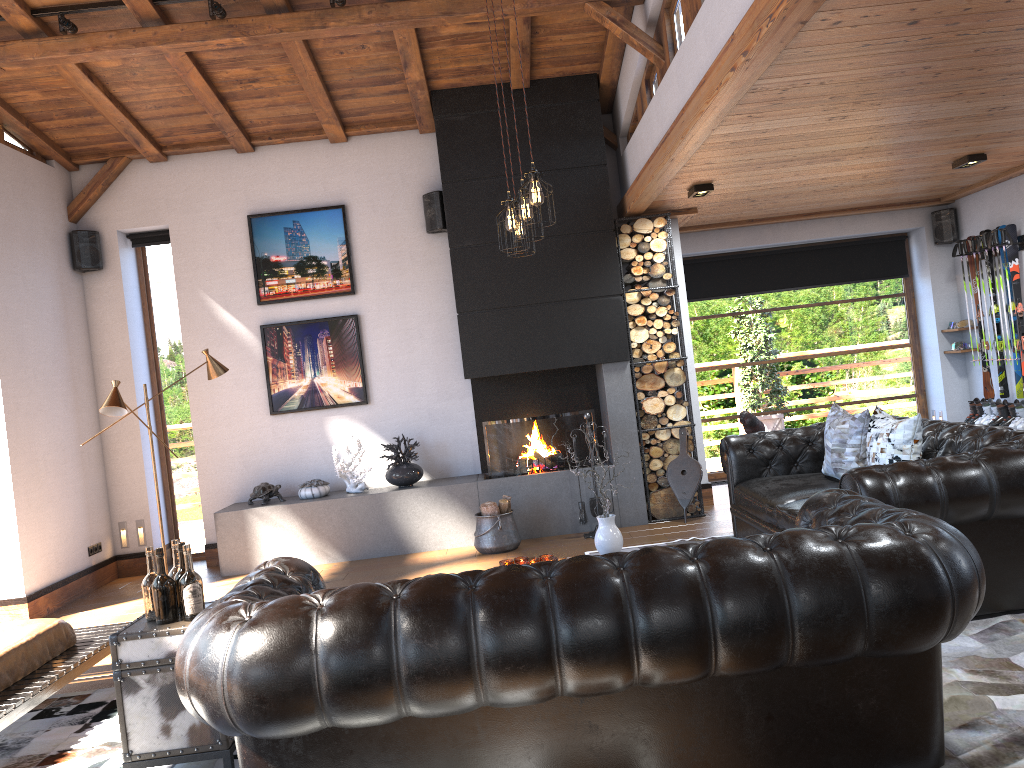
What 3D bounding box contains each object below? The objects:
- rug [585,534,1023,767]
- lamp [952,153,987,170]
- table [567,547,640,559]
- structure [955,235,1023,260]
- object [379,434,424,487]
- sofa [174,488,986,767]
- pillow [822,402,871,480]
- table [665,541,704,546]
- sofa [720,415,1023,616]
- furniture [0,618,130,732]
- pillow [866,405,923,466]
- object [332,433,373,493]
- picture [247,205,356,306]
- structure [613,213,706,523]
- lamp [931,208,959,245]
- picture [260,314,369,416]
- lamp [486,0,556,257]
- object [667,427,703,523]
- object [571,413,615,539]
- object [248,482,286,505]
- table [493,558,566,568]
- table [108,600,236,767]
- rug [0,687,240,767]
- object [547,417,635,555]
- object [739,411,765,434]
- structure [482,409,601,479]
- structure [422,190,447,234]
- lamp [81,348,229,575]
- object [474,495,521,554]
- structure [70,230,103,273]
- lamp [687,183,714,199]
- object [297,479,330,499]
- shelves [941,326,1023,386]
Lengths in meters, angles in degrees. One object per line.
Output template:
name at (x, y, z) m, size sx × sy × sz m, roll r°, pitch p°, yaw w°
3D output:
rug at (1.726, 1.126, 4.673) m, size 2.432 × 0.053 × 4.043 m, roll -7°, pitch 1°, yaw 0°
lamp at (3.640, -1.779, 7.059) m, size 0.155 × 0.068 × 0.261 m, roll -7°, pitch 1°, yaw -1°
table at (0.554, 1.107, 4.589) m, size 0.401 × 0.350 × 0.648 m, roll -7°, pitch 0°, yaw -6°
structure at (4.519, -1.275, 8.371) m, size 0.319 × 0.135 × 1.050 m, roll -7°, pitch 1°, yaw -1°
object at (-0.955, 0.666, 7.726) m, size 0.338 × 0.455 × 0.337 m, roll -7°, pitch 0°, yaw 24°
sofa at (0.242, 0.922, 3.023) m, size 2.568 × 0.838 × 1.238 m, roll -7°, pitch 0°, yaw -2°
pillow at (2.149, 0.358, 5.707) m, size 0.283 × 0.469 × 0.529 m, roll -7°, pitch 0°, yaw 2°
table at (1.007, 1.054, 4.569) m, size 0.399 × 0.350 × 0.651 m, roll -7°, pitch 0°, yaw 4°
sofa at (2.140, 0.677, 5.222) m, size 1.240 × 0.838 × 2.564 m, roll -7°, pitch 1°, yaw -1°
furniture at (-2.684, 1.459, 3.625) m, size 1.176 × 0.436 × 2.758 m, roll -7°, pitch 1°, yaw -1°
pillow at (2.155, 0.365, 5.027) m, size 0.283 × 0.469 × 0.529 m, roll -7°, pitch 0°, yaw 2°
object at (-1.391, 0.690, 7.647) m, size 0.262 × 0.532 × 0.422 m, roll -7°, pitch 0°, yaw -32°
picture at (-1.895, -1.160, 7.977) m, size 0.880 × 0.816 × 0.036 m, roll -7°, pitch 0°, yaw -2°
structure at (1.260, -0.141, 7.821) m, size 0.502 × 2.617 × 0.511 m, roll -7°, pitch 0°, yaw -1°
lamp at (4.503, -1.634, 9.212) m, size 0.214 × 0.349 × 0.213 m, roll -7°, pitch 0°, yaw -1°
picture at (-1.780, -0.172, 7.977) m, size 0.880 × 0.816 × 0.036 m, roll -7°, pitch 0°, yaw -2°
lamp at (-0.056, -1.889, 5.169) m, size 0.263 × 2.201 × 0.799 m, roll -7°, pitch 0°, yaw -10°
object at (1.462, 0.764, 7.514) m, size 0.270 × 0.795 × 0.261 m, roll -7°, pitch 0°, yaw -18°
object at (0.673, 0.741, 7.293) m, size 0.304 × 1.017 × 0.311 m, roll -7°, pitch 0°, yaw 44°
object at (-2.127, 0.945, 7.691) m, size 0.400 × 0.183 × 0.229 m, roll -6°, pitch 1°, yaw 43°
table at (0.119, 1.158, 4.550) m, size 0.400 × 0.350 × 0.650 m, roll -7°, pitch 0°, yaw -1°
table at (-1.269, 1.209, 3.489) m, size 0.406 × 0.609 × 0.417 m, roll -7°, pitch 0°, yaw -1°
rug at (-1.373, 1.500, 3.468) m, size 3.810 × 0.053 × 2.431 m, roll -7°, pitch 1°, yaw -1°
object at (0.447, 0.537, 4.563) m, size 0.404 × 0.808 × 0.622 m, roll -7°, pitch 0°, yaw 10°
object at (1.843, 0.352, 6.753) m, size 0.147 × 0.319 × 0.251 m, roll -7°, pitch 0°, yaw 40°
structure at (0.261, 0.531, 7.654) m, size 0.983 × 0.514 × 0.183 m, roll -7°, pitch 0°, yaw -2°
structure at (-0.683, -1.535, 7.940) m, size 0.214 × 0.349 × 0.213 m, roll -7°, pitch 0°, yaw -1°
lamp at (-2.687, 0.694, 6.798) m, size 0.523 × 1.899 × 1.333 m, roll -7°, pitch 0°, yaw 20°
object at (-0.132, 1.136, 7.174) m, size 0.380 × 0.431 × 0.388 m, roll -7°, pitch 0°, yaw 25°
structure at (-3.764, -1.175, 7.837) m, size 0.214 × 0.349 × 0.213 m, roll -7°, pitch 0°, yaw -1°
lamp at (1.485, -1.527, 6.983) m, size 0.155 × 0.068 × 0.261 m, roll -7°, pitch 1°, yaw -1°
object at (-1.732, 0.910, 7.724) m, size 0.281 × 0.160 × 0.259 m, roll -7°, pitch 0°, yaw 1°
shelves at (4.693, -0.054, 5.999) m, size 0.612 × 0.988 × 6.641 m, roll -7°, pitch 1°, yaw 0°
